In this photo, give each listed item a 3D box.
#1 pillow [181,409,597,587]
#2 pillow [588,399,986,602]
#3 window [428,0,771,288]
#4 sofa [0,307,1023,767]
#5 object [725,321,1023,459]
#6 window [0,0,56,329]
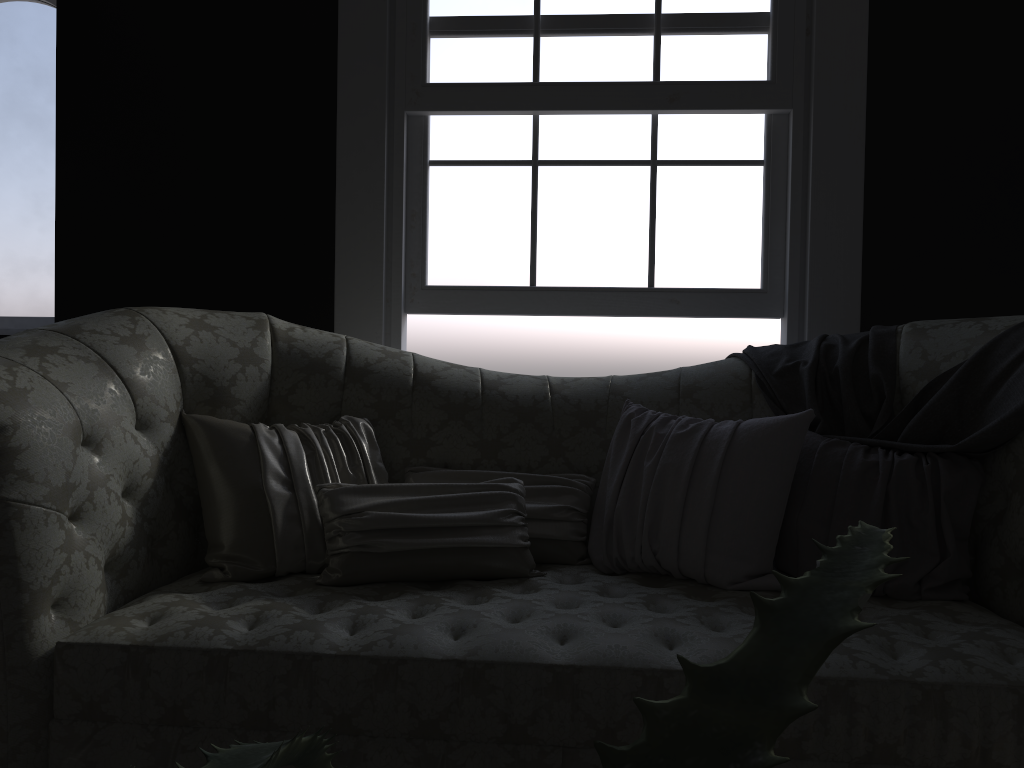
[{"bbox_3d":[-0.325,0.282,2.312,1.105,0.416,0.529,1,1,4],"label":"pillow"},{"bbox_3d":[0.674,0.280,2.258,0.964,0.462,0.405,1,1,12],"label":"pillow"},{"bbox_3d":[0.302,-1.158,3.176,1.263,1.672,0.056,1,1,4],"label":"window"},{"bbox_3d":[0.159,0.379,2.348,2.813,1.161,1.605,1,1,5],"label":"sofa"},{"bbox_3d":[1.131,0.109,2.370,0.517,0.585,1.366,0,1,-36],"label":"object"},{"bbox_3d":[-2.131,-0.961,3.776,0.740,1.457,0.112,1,1,4],"label":"window"}]
